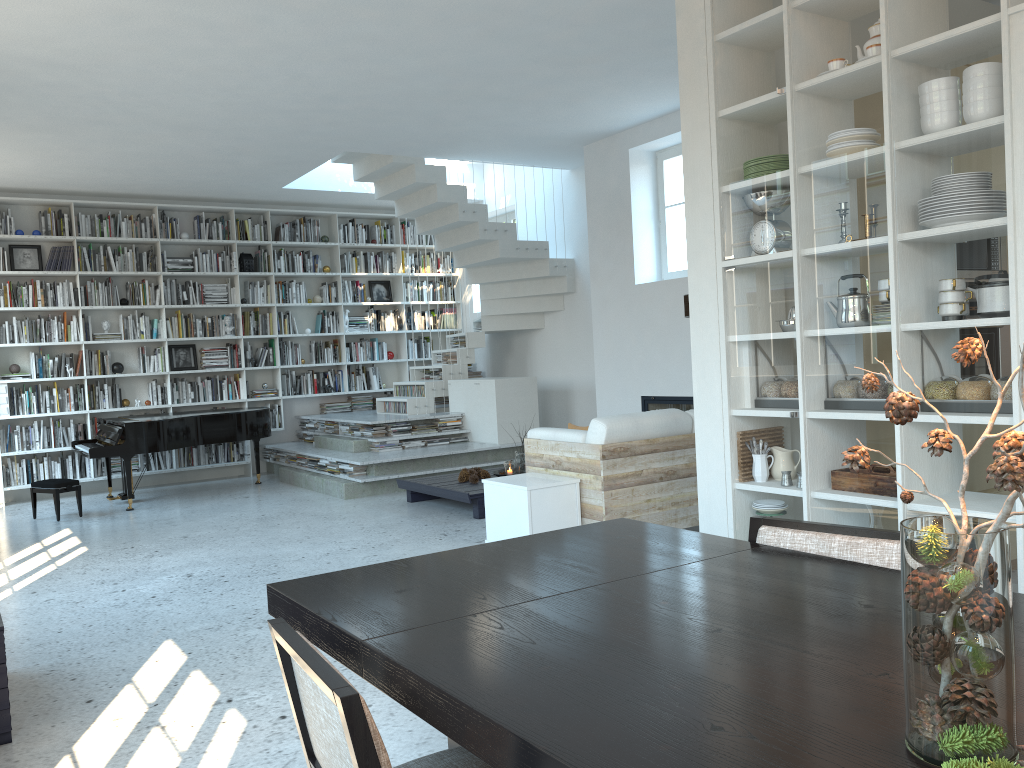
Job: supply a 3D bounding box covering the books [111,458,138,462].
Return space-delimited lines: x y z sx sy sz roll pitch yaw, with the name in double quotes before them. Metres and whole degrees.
"books" -4.292 0.838 9.782 0.285 0.005 0.159 -4 2 -37

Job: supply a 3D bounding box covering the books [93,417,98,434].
"books" -4.524 0.505 9.637 0.013 0.288 0.161 -5 3 -33

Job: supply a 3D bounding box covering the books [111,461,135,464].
"books" -4.295 0.859 9.789 0.254 0.006 0.161 -4 2 -34

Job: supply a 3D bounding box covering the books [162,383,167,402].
"books" -3.932 0.109 10.043 0.019 0.242 0.107 -5 3 -33

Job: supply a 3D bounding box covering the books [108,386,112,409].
"books" -4.411 0.147 9.710 0.028 0.241 0.135 -5 3 -33

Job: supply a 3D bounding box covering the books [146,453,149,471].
"books" -4.095 0.849 9.917 0.028 0.238 0.136 -5 3 -33

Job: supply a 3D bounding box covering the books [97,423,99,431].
"books" -4.509 0.534 9.638 0.010 0.228 0.168 -5 3 -33

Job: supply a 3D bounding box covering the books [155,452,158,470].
"books" -4.007 0.825 9.948 0.012 0.275 0.180 -5 3 -33

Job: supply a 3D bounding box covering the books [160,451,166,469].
"books" -3.943 0.827 10.021 0.025 0.259 0.132 -5 3 -33

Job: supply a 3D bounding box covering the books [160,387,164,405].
"books" -3.965 0.136 10.007 0.031 0.195 0.142 -5 3 -33

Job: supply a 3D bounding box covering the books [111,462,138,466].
"books" -4.293 0.876 9.793 0.285 0.007 0.159 -4 2 -33

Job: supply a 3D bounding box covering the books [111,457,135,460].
"books" -4.296 0.816 9.790 0.254 0.006 0.161 -4 2 -33

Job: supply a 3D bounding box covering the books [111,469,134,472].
"books" -4.285 0.945 9.787 0.285 0.007 0.159 -4 2 -37

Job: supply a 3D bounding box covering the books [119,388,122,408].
"books" -4.323 0.155 9.763 0.023 0.212 0.160 -5 3 -33

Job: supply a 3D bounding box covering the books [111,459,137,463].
"books" -4.296 0.848 9.788 0.285 0.005 0.159 -4 2 -34

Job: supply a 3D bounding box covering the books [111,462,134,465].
"books" -4.296 0.870 9.791 0.254 0.006 0.161 -4 2 -33

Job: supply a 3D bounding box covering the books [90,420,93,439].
"books" -4.571 0.520 9.613 0.023 0.266 0.134 -5 3 -33

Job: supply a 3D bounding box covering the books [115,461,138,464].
"books" -4.294 0.865 9.787 0.285 0.005 0.159 -4 2 -35

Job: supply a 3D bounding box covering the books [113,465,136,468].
"books" -4.290 0.904 9.792 0.254 0.007 0.161 -4 2 -32

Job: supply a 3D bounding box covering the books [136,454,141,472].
"books" -4.155 0.846 9.861 0.012 0.254 0.161 -5 3 -33

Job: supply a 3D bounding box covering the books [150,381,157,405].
"books" -4.024 0.104 9.944 0.027 0.269 0.159 -5 3 -33

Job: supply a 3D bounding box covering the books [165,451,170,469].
"books" -3.906 0.825 10.008 0.024 0.260 0.189 -5 3 -33

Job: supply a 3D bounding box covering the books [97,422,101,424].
"books" -4.489 0.529 9.638 0.023 0.237 0.173 -5 3 -33

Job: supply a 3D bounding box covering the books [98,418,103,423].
"books" -4.484 0.509 9.672 0.026 0.274 0.146 -5 3 -33

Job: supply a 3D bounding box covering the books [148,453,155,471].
"books" -4.052 0.839 9.931 0.062 0.253 0.177 -5 3 -33

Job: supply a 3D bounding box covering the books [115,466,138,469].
"books" -4.286 0.917 9.787 0.254 0.007 0.161 -4 2 -37

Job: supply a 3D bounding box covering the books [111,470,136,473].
"books" -4.290 0.959 9.795 0.254 0.007 0.161 -4 2 -33

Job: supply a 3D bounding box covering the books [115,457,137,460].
"books" -4.290 0.821 9.781 0.254 0.006 0.161 -5 2 -38

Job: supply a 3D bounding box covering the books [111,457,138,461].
"books" -4.292 0.827 9.785 0.285 0.005 0.159 -4 2 -36

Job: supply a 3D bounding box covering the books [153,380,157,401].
"books" -4.016 0.099 9.965 0.010 0.277 0.155 -5 3 -33

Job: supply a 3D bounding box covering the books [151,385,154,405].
"books" -4.050 0.127 9.948 0.015 0.225 0.148 -5 3 -33

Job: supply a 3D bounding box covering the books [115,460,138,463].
"books" -4.295 0.854 9.789 0.285 0.005 0.159 -4 2 -32

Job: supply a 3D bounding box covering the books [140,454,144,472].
"books" -4.145 0.839 9.885 0.031 0.266 0.144 -5 3 -33

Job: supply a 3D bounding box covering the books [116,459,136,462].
"books" -4.297 0.843 9.790 0.254 0.006 0.161 -4 2 -33

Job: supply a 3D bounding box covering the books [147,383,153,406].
"books" -4.058 0.114 9.934 0.012 0.254 0.161 -5 3 -33

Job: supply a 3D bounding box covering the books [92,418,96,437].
"books" -4.532 0.509 9.629 0.010 0.282 0.149 -5 3 -33

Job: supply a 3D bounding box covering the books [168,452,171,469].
"books" -3.893 0.863 10.037 0.024 0.180 0.171 -5 3 -33

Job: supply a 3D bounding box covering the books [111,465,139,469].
"books" -4.286 0.910 9.787 0.285 0.007 0.159 -4 2 -37

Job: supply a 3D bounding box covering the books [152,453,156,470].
"books" -4.020 0.847 9.949 0.011 0.232 0.174 -5 3 -33

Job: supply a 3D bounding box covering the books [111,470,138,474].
"books" -4.289 0.972 9.797 0.285 0.007 0.159 -4 2 -33

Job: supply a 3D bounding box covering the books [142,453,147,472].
"books" -4.111 0.869 9.893 0.029 0.202 0.178 -5 3 -33

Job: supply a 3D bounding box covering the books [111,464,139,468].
"books" -4.285 0.897 9.784 0.285 0.007 0.159 -5 2 -38

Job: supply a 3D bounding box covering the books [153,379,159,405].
"books" -4.004 0.091 9.968 0.014 0.291 0.132 -5 3 -33

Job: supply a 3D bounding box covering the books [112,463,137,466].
"books" -4.291 0.883 9.791 0.285 0.007 0.159 -4 2 -32

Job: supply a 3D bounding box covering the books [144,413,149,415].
"books" -4.082 0.469 9.935 0.025 0.294 0.134 -5 3 -33

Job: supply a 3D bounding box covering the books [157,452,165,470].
"books" -3.978 0.822 9.983 0.073 0.276 0.181 -5 3 -33

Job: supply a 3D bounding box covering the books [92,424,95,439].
"books" -4.546 0.545 9.622 0.026 0.213 0.140 -5 3 -33

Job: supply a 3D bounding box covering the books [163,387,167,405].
"books" -3.935 0.131 10.011 0.024 0.201 0.158 -5 3 -33

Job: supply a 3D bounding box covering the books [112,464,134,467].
"books" -4.291 0.890 9.791 0.254 0.007 0.161 -4 2 -32

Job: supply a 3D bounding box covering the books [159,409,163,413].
"books" -3.945 0.446 9.996 0.013 0.320 0.173 -5 3 -33

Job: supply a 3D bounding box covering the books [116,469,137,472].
"books" -4.289 0.952 9.793 0.254 0.007 0.161 -4 2 -32

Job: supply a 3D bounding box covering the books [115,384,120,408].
"books" -4.337 0.132 9.736 0.027 0.261 0.163 -5 3 -33

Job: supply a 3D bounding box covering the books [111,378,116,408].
"books" -4.372 0.101 9.716 0.050 0.328 0.166 -5 3 -33

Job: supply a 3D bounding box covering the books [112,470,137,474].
"books" -4.285 0.966 9.789 0.254 0.007 0.161 -4 2 -29

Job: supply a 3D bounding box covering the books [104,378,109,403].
"books" -4.435 0.099 9.703 0.013 0.339 0.138 -5 3 -33

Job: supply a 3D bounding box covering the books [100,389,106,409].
"books" -4.457 0.163 9.664 0.021 0.215 0.172 -5 3 -33

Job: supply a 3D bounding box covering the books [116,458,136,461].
"books" -4.290 0.832 9.784 0.254 0.006 0.161 -4 2 -29

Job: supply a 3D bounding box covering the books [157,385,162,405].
"books" -3.980 0.125 9.974 0.029 0.221 0.153 -5 3 -33

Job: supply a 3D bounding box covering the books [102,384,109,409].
"books" -4.437 0.135 9.673 0.027 0.269 0.185 -5 3 -33
